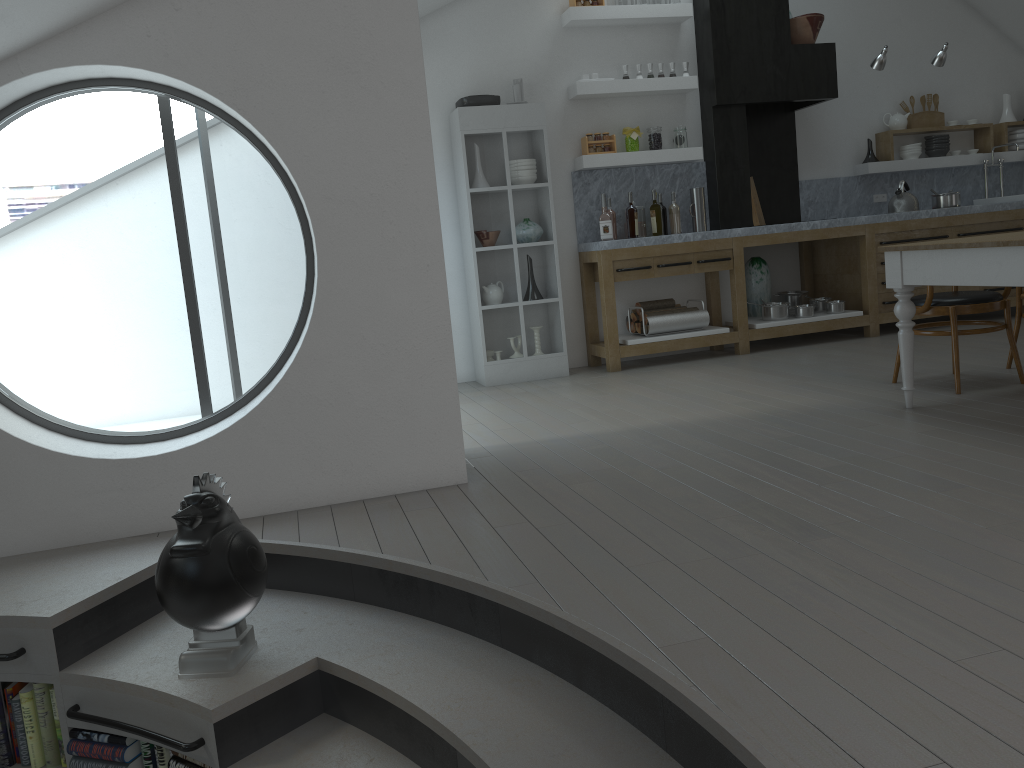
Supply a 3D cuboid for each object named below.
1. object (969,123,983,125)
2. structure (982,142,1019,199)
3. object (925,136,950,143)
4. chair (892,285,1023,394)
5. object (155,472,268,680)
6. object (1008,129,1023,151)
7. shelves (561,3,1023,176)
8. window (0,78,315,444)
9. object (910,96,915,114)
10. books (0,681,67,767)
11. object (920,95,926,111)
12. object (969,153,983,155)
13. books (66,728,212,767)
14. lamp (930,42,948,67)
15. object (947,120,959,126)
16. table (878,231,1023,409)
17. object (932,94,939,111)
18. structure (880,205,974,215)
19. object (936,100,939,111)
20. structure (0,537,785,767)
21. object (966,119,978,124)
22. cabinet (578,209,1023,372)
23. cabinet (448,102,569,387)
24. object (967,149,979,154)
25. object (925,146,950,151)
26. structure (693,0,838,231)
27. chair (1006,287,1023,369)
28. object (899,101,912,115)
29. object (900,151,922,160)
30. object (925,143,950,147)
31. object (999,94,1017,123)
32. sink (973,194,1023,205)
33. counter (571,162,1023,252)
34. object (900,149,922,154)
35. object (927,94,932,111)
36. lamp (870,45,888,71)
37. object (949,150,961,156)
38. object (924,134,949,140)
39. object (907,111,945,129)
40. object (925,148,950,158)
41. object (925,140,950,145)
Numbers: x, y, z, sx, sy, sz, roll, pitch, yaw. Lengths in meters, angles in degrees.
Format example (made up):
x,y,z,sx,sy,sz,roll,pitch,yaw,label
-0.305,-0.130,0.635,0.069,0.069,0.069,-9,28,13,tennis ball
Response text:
x,y,z,sx,sy,sz,roll,pitch,yaw,label
4.226,-2.374,8.134,0.164,0.012,0.164,-5,8,4,object
4.441,-1.887,7.970,0.214,0.528,0.333,-10,8,-33,structure
3.855,-2.188,8.034,0.205,0.083,0.206,-4,8,14,object
2.389,-0.368,4.863,0.528,0.732,0.623,-7,8,-14,chair
-0.887,0.540,2.617,0.321,0.560,0.320,-12,9,-41,object
4.956,-2.293,8.310,0.657,0.195,0.198,-8,8,-14,object
3.034,-2.508,7.659,5.557,1.357,0.481,-8,7,-19,shelves
-1.557,-0.488,3.618,1.472,1.465,0.104,-7,7,-14,window
3.619,-2.450,7.994,0.055,0.298,0.028,-7,7,-14,object
-1.920,1.086,2.873,1.147,0.297,0.273,-6,7,0,books
3.734,-2.465,8.022,0.061,0.298,0.040,-8,7,-16,object
4.246,-2.109,8.163,0.164,0.012,0.164,-5,8,4,object
-1.001,1.100,2.628,0.664,0.167,0.241,-1,9,26,books
3.448,-2.637,7.123,0.112,0.176,0.169,-8,8,-21,lamp
4.017,-2.369,8.080,0.098,0.048,0.099,-8,8,-16,object
3.557,-0.431,4.272,3.351,0.796,1.021,-8,8,-14,table
3.833,-2.475,8.029,0.068,0.297,0.039,-7,7,-14,object
3.455,-1.455,7.562,0.738,0.041,0.649,-8,9,-14,structure
3.864,-2.482,8.055,0.057,0.293,0.030,-7,7,-14,object
-1.680,1.308,1.036,4.708,0.691,4.728,-1,10,31,structure
4.224,-2.397,8.131,0.098,0.048,0.099,-8,8,-16,object
3.671,-0.937,7.715,6.433,1.018,1.006,-8,8,-14,cabinet
-0.021,-1.022,6.573,0.642,1.983,0.362,-7,7,-14,cabinet
4.243,-2.132,8.160,0.098,0.048,0.099,-8,8,-16,object
3.857,-2.113,8.038,0.205,0.086,0.206,-2,9,23,object
2.008,-2.243,7.278,1.076,1.878,0.782,-7,7,-14,structure
3.102,-0.455,4.979,0.528,0.732,0.623,-8,8,-17,chair
3.586,-2.428,7.985,0.199,0.258,0.016,-6,7,-4,object
3.587,-2.046,7.973,0.181,0.063,0.182,-4,8,9,object
3.858,-2.140,8.030,0.205,0.086,0.206,-1,9,28,object
4.589,-2.551,8.209,0.156,0.267,0.156,-9,8,-25,object
4.741,-1.583,7.783,1.021,0.201,0.729,-8,8,-14,sink
3.657,-1.757,7.659,6.581,0.617,0.964,-8,8,-14,counter
3.584,-2.068,7.971,0.181,0.065,0.182,-2,9,23,object
3.772,-2.467,8.012,0.057,0.298,0.019,-7,7,-14,object
2.891,-2.559,6.988,0.115,0.177,0.165,-5,7,4,lamp
4.058,-2.107,8.114,0.098,0.048,0.099,-8,8,-16,object
3.850,-2.215,8.032,0.206,0.080,0.206,-7,8,-11,object
3.743,-2.386,8.022,0.354,0.157,0.084,-8,7,-14,object
3.860,-2.087,8.041,0.206,0.072,0.206,-10,9,-26,object
3.855,-2.162,8.033,0.206,0.072,0.206,-10,9,-26,object
